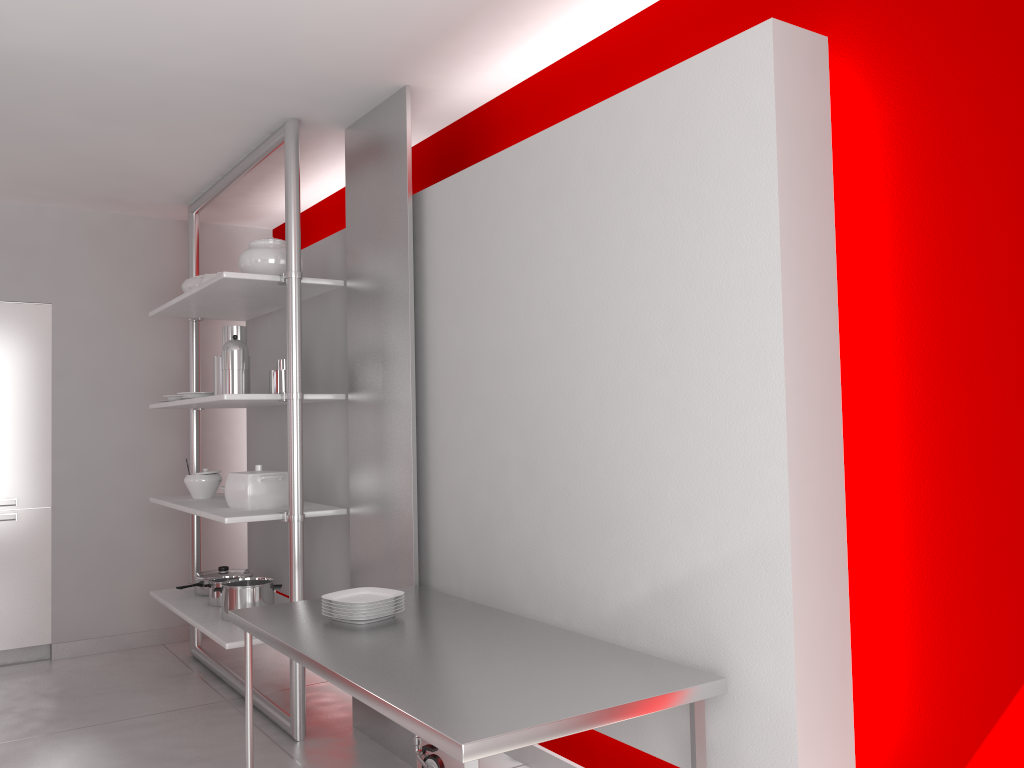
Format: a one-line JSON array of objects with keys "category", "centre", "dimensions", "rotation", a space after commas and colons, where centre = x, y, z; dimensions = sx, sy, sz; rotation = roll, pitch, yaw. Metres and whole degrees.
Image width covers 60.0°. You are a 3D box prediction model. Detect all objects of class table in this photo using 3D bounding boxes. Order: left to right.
[{"category": "table", "centre": [-0.199, 1.059, 2.470], "dimensions": [0.749, 0.682, 1.627], "rotation": [0, -3, -32]}]

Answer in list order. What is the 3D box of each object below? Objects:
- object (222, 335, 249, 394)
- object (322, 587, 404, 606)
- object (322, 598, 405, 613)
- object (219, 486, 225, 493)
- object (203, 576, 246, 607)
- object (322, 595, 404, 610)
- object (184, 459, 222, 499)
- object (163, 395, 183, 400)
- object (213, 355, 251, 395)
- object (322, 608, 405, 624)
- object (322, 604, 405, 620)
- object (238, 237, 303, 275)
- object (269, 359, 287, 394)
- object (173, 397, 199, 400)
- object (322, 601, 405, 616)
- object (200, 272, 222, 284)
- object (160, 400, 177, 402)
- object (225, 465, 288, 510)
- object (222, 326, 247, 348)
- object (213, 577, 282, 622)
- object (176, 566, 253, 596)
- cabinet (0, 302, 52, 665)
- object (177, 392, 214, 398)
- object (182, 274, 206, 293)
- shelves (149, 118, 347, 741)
[{"category": "object", "centre": [-1.230, -0.083, 3.944], "dimensions": [0.115, 0.274, 0.115], "rotation": [1, -3, -41]}, {"category": "object", "centre": [-0.471, 0.677, 2.808], "dimensions": [0.228, 0.020, 0.228], "rotation": [-3, -3, 38]}, {"category": "object", "centre": [-0.471, 0.698, 2.808], "dimensions": [0.228, 0.020, 0.228], "rotation": [-3, -3, 38]}, {"category": "object", "centre": [-1.359, 0.558, 4.549], "dimensions": [0.272, 0.072, 0.272], "rotation": [-2, -3, 20]}, {"category": "object", "centre": [-1.429, 1.040, 4.455], "dimensions": [0.182, 0.122, 0.196], "rotation": [-2, -3, 14]}, {"category": "object", "centre": [-0.471, 0.687, 2.808], "dimensions": [0.228, 0.020, 0.228], "rotation": [-3, -3, 38]}, {"category": "object", "centre": [-1.638, 0.499, 4.703], "dimensions": [0.192, 0.214, 0.192], "rotation": [-4, -3, 43]}, {"category": "object", "centre": [-1.769, 0.085, 4.824], "dimensions": [0.244, 0.042, 0.244], "rotation": [-3, -3, 41]}, {"category": "object", "centre": [-1.360, -0.030, 4.306], "dimensions": [0.172, 0.205, 0.184], "rotation": [0, -3, -28]}, {"category": "object", "centre": [-0.470, 0.728, 2.806], "dimensions": [0.228, 0.020, 0.228], "rotation": [-3, -3, 38]}, {"category": "object", "centre": [-0.470, 0.718, 2.807], "dimensions": [0.228, 0.020, 0.228], "rotation": [-3, -3, 38]}, {"category": "object", "centre": [-1.108, -0.564, 4.075], "dimensions": [0.287, 0.222, 0.287], "rotation": [-2, -3, 11]}, {"category": "object", "centre": [-1.022, -0.028, 3.968], "dimensions": [0.127, 0.157, 0.127], "rotation": [0, -3, -23]}, {"category": "object", "centre": [-1.570, 0.080, 4.498], "dimensions": [0.280, 0.015, 0.280], "rotation": [-1, -3, -4]}, {"category": "object", "centre": [-0.470, 0.708, 2.807], "dimensions": [0.228, 0.020, 0.228], "rotation": [-3, -3, 38]}, {"category": "object", "centre": [-1.504, -0.499, 4.572], "dimensions": [0.192, 0.153, 0.192], "rotation": [0, -3, -20]}, {"category": "object", "centre": [-1.769, 0.099, 4.823], "dimensions": [0.280, 0.015, 0.280], "rotation": [-1, -3, 3]}, {"category": "object", "centre": [-1.170, 0.473, 4.100], "dimensions": [0.235, 0.197, 0.282], "rotation": [1, -4, -44]}, {"category": "object", "centre": [-1.286, -0.101, 4.117], "dimensions": [0.110, 0.329, 0.109], "rotation": [1, -3, -36]}, {"category": "object", "centre": [-1.228, 1.002, 4.130], "dimensions": [0.240, 0.161, 0.259], "rotation": [-3, -3, 39]}, {"category": "object", "centre": [-1.605, 1.054, 4.778], "dimensions": [0.407, 0.130, 0.308], "rotation": [0, -3, -26]}, {"category": "cabinet", "centre": [-3.804, 0.561, 4.669], "dimensions": [2.398, 2.026, 0.614], "rotation": [0, -3, -34]}, {"category": "object", "centre": [-1.570, 0.066, 4.499], "dimensions": [0.244, 0.042, 0.244], "rotation": [-3, -3, 41]}, {"category": "object", "centre": [-1.675, -0.502, 4.827], "dimensions": [0.231, 0.191, 0.231], "rotation": [-2, -3, 7]}, {"category": "shelves", "centre": [-1.369, 0.211, 4.418], "dimensions": [0.535, 2.599, 1.735], "rotation": [0, -3, -34]}]
